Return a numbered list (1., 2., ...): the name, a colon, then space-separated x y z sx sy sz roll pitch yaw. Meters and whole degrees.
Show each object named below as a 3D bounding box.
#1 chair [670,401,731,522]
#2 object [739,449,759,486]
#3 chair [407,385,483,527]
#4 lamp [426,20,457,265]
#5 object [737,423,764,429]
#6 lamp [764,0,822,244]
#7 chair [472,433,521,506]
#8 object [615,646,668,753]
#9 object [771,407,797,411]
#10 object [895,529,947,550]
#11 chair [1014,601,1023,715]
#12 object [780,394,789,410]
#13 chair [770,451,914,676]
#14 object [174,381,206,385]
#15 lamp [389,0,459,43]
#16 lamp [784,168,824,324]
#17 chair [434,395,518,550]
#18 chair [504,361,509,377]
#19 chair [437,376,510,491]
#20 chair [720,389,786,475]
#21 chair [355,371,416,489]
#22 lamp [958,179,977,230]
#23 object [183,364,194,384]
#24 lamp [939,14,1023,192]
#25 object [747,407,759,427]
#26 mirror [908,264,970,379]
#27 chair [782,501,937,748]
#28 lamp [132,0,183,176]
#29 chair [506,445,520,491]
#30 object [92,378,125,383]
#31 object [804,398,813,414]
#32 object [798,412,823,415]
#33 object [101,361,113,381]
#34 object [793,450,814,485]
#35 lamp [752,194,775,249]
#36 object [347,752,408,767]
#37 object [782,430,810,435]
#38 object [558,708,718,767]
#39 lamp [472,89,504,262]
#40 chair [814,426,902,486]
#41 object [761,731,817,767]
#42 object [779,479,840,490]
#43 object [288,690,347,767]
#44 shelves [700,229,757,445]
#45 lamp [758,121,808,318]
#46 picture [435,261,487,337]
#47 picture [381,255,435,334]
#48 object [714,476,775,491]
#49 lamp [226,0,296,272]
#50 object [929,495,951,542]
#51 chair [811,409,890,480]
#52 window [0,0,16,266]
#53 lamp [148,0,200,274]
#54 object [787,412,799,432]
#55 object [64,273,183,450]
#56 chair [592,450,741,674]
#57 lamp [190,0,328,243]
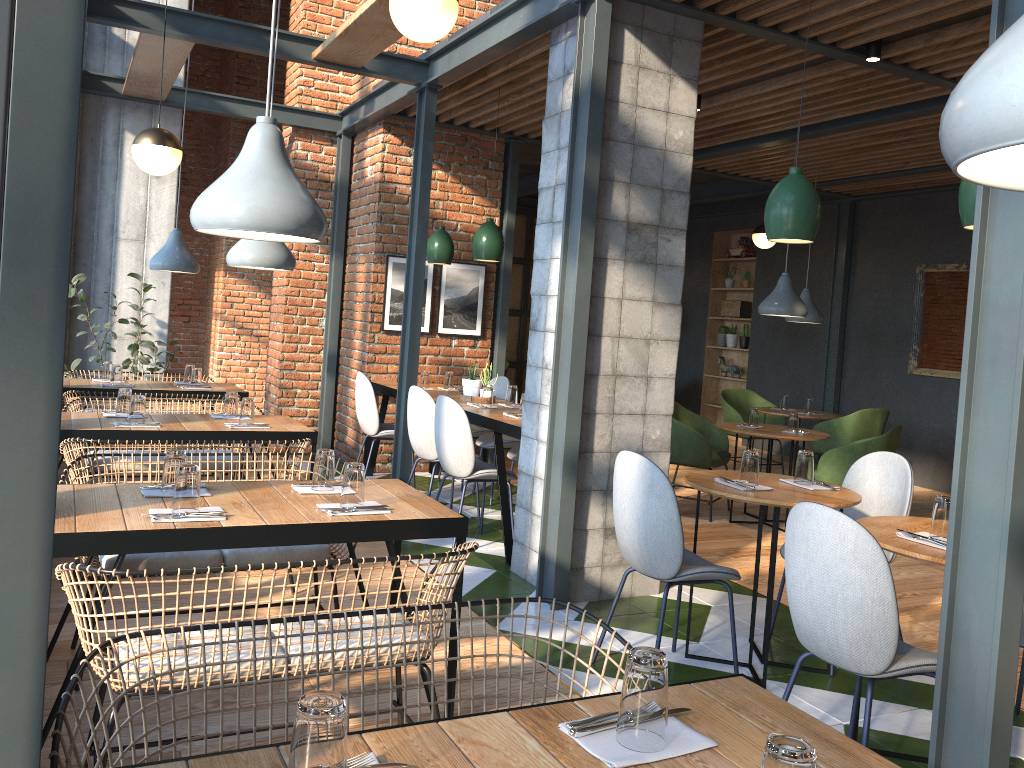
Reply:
1. chair: 1.374 0.557 6.723 0.516 0.818 0.638 5 3 28
2. object: 0.965 0.338 3.592 0.080 0.138 0.080 6 3 41
3. chair: -0.449 0.457 5.795 0.507 0.886 0.419 3 2 -31
4. lamp: -0.502 -1.956 6.981 0.223 2.019 0.224 4 2 -24
5. object: 1.772 0.308 6.578 0.158 0.019 0.242 7 5 32
6. lamp: 1.208 -1.588 3.588 0.223 2.019 0.224 4 2 -24
7. chair: -0.013 0.427 6.651 0.507 0.886 0.419 3 2 -20
8. object: 0.206 0.484 1.373 0.080 0.138 0.080 5 2 23
9. object: 2.582 0.235 8.404 0.242 0.019 0.158 2 5 -28
10. object: 1.335 0.488 2.797 0.157 0.019 0.243 2 5 -30
11. chair: 1.863 0.821 3.059 0.507 0.886 0.419 3 2 -31
12. object: 2.579 0.171 8.372 0.080 0.138 0.080 5 2 25
13. chair: 1.437 0.734 3.840 0.507 0.886 0.419 3 2 -21
14. object: -2.379 -0.011 6.577 0.242 0.019 0.158 2 5 -27
15. lamp: -0.213 -3.212 3.375 0.268 3.790 0.268 5 1 16
16. lamp: 2.874 -2.807 8.177 0.353 4.485 0.353 4 1 8
17. chair: -0.226 0.512 5.265 0.507 0.886 0.419 3 2 -30
18. chair: -0.376 0.082 11.562 0.640 0.818 0.514 6 3 38
19. chair: -0.294 0.373 7.120 0.507 0.886 0.419 3 2 -31
20. chair: 2.364 0.479 8.792 0.638 0.818 0.516 3 2 -27
21. chair: -0.946 0.357 6.686 0.507 0.886 0.419 3 2 -21
22. lamp: 1.609 -1.502 2.793 0.223 2.019 0.224 4 2 -24
23. object: -2.383 -0.075 6.545 0.080 0.138 0.080 6 3 36
24. lamp: 0.729 -2.425 0.724 0.352 4.485 0.353 4 1 -22
25. object: 1.785 0.245 6.546 0.080 0.138 0.080 2 3 -45
26. mirror: 4.189 -0.607 8.504 0.061 1.084 0.770 3 2 -27
27. chair: 1.060 0.792 2.656 0.507 0.886 0.419 3 2 -26
28. lamp: -1.895 -3.078 5.007 0.269 3.789 0.268 5 2 31
29. chair: 0.225 0.482 6.129 0.507 0.886 0.419 3 2 -21
30. object: -2.867 -0.028 6.329 0.242 0.019 0.158 2 5 -27
31. object: 2.725 0.199 8.124 0.080 0.138 0.080 5 2 25
32. object: 2.721 0.267 8.099 0.242 0.019 0.158 2 5 -28
33. object: -2.871 -0.092 6.297 0.080 0.138 0.080 6 3 36
34. object: 1.226 0.348 3.712 0.080 0.138 0.080 5 2 31
35. lamp: 2.898 -3.371 9.662 0.269 3.789 0.268 5 2 35
36. object: -0.243 0.534 1.161 0.242 0.019 0.158 2 5 -27
37. object: 2.044 0.341 6.383 0.158 0.019 0.242 7 5 32
38. object: 0.207 0.548 1.405 0.242 0.019 0.158 2 5 -30
39. lamp: -0.101 -1.870 6.186 0.223 2.019 0.224 4 2 -24
40. chair: 2.388 0.671 6.153 0.516 0.818 0.638 6 3 33
41. object: 0.343 0.514 1.105 0.080 0.138 0.080 4 2 -11
42. object: 1.251 0.417 3.702 0.157 0.019 0.243 2 4 -22
43. object: -0.246 0.469 1.129 0.080 0.138 0.080 2 3 -44
44. shelves: 2.892 -0.613 11.432 0.284 2.703 0.838 3 2 -27
45. lamp: 2.142 -2.734 6.431 0.353 4.485 0.353 4 1 8
46. picture: -0.433 -0.727 7.591 0.429 0.630 0.015 3 2 -27
47. picture: -0.860 -0.742 7.373 0.429 0.630 0.015 3 2 -27
48. object: 0.934 0.402 3.596 0.157 0.019 0.243 2 4 -22
49. lamp: -1.149 -2.837 4.571 0.353 4.485 0.352 5 2 25
50. object: 1.366 0.424 2.797 0.080 0.138 0.080 3 2 -17
51. chair: 2.958 0.594 7.791 0.638 0.818 0.516 3 3 -32
52. window: -1.697 -2.204 3.108 0.127 5.591 8.746 3 3 -27
53. lamp: -2.288 -3.049 6.367 0.353 4.485 0.353 4 1 8
54. object: 2.035 0.273 6.404 0.080 0.138 0.080 2 3 -45
55. object: -3.160 -0.140 7.076 0.859 1.496 0.900 4 2 -8
56. chair: 0.629 0.703 3.466 0.507 0.886 0.419 3 2 -26
57. lamp: -0.512 -2.628 2.307 0.352 4.485 0.353 4 1 -11
